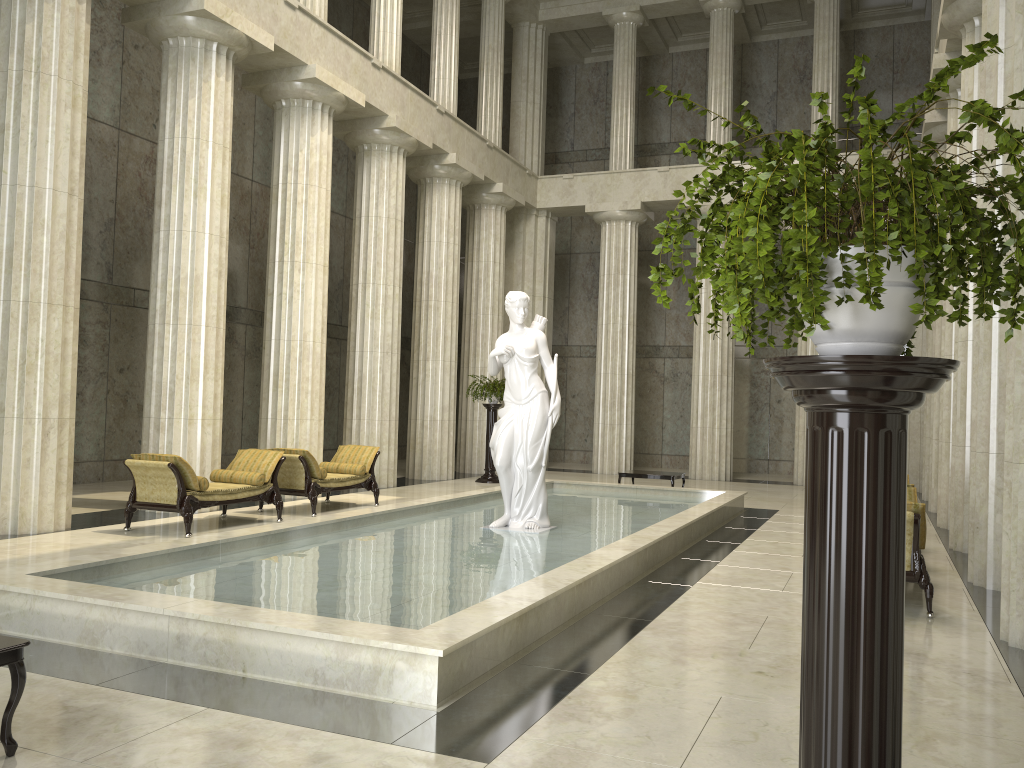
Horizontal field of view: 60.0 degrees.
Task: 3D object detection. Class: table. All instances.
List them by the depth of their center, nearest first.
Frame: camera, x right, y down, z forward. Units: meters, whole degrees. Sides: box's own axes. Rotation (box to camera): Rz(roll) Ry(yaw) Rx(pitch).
[{"bbox_3d":[-2.824,1.349,3.623,1.134,0.494,1.123,1,-2,21],"label":"table"},{"bbox_3d":[2.667,1.936,16.888,1.134,0.494,1.123,1,-2,21],"label":"table"}]

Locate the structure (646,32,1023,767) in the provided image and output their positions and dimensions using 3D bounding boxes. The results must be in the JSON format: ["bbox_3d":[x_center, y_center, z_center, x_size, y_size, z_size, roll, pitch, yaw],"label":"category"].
[{"bbox_3d":[0.831,0.474,2.118,1.053,2.386,1.159,3,-2,-38],"label":"structure"}]

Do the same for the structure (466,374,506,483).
[{"bbox_3d":[-0.447,0.970,19.566,1.159,2.386,1.053,1,-2,17],"label":"structure"}]

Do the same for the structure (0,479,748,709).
[{"bbox_3d":[0.111,1.840,10.658,3.754,0.508,11.573,1,-2,23],"label":"structure"}]

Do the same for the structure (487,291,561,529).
[{"bbox_3d":[0.125,0.386,10.688,0.940,3.044,0.729,1,-2,17],"label":"structure"}]

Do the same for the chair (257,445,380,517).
[{"bbox_3d":[-2.885,1.423,13.490,0.993,0.950,2.172,1,-2,23],"label":"chair"}]

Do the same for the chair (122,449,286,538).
[{"bbox_3d":[-3.828,1.322,11.212,0.993,0.950,2.172,1,-2,23],"label":"chair"}]

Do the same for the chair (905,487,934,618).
[{"bbox_3d":[3.336,1.463,8.240,0.993,0.950,2.172,1,-2,23],"label":"chair"}]

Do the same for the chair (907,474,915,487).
[{"bbox_3d":[4.279,1.564,10.518,0.993,0.950,2.172,1,-2,23],"label":"chair"}]
